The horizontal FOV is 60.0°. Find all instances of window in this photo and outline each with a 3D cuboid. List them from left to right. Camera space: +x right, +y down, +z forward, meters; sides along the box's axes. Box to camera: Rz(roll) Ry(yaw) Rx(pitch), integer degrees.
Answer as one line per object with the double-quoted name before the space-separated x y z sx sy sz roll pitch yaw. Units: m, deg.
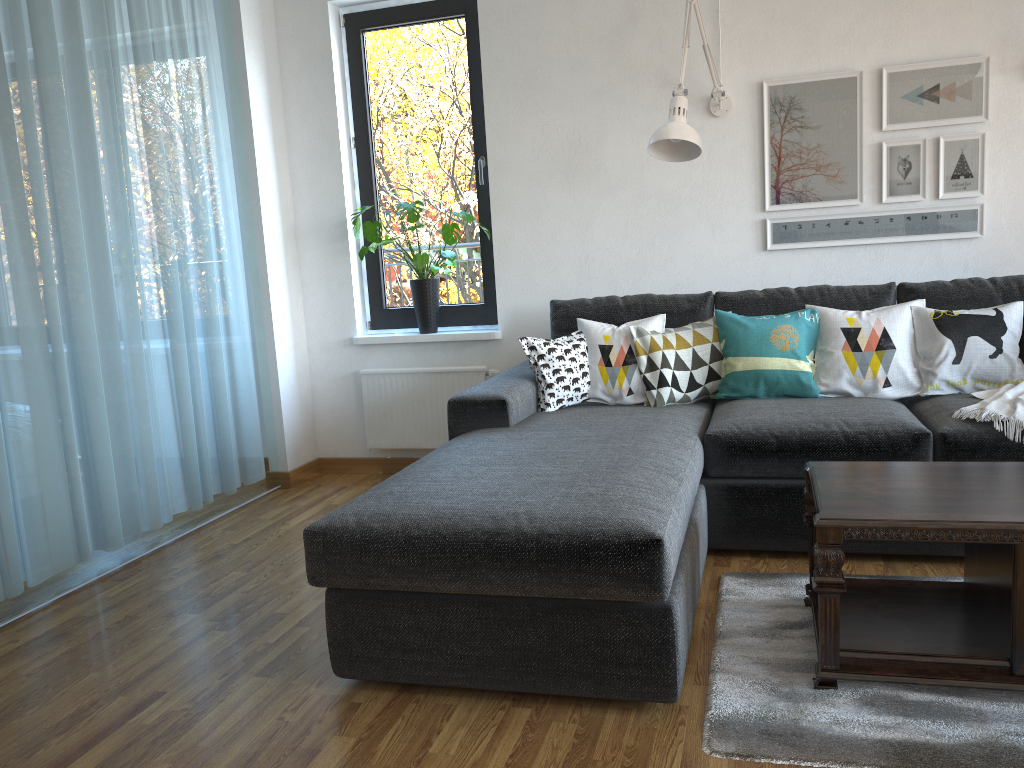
"window" -1.895 -0.674 18.200 13.976 18.410 24.323 0 9 22

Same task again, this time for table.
"table" 1.311 0.444 2.072 1.179 0.410 0.569 -1 9 16

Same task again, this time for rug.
"rug" 1.403 0.647 2.065 1.813 0.034 1.049 -1 8 15

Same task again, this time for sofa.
"sofa" 0.973 0.156 2.767 2.508 0.849 2.158 -1 8 16

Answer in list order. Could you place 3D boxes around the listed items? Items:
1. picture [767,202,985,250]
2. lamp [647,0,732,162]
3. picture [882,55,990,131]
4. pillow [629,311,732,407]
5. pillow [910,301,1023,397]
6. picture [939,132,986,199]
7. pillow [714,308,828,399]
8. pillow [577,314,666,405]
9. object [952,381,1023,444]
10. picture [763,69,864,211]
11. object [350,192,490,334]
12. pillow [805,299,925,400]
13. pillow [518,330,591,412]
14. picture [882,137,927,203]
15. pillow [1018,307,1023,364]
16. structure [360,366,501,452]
"picture" 1.492 -0.650 3.675 0.837 0.136 0.021 -1 9 16
"lamp" 0.691 -1.200 3.469 0.200 0.671 0.696 0 9 25
"picture" 1.685 -1.155 3.534 0.390 0.249 0.021 -1 9 16
"pillow" 0.676 -0.089 3.493 0.454 0.363 0.242 -6 9 -17
"pillow" 1.655 -0.124 3.195 0.382 0.319 0.265 -1 9 16
"picture" 1.800 -0.873 3.549 0.166 0.249 0.021 -1 9 16
"pillow" 0.987 -0.120 3.390 0.414 0.341 0.272 -1 9 15
"pillow" 0.429 -0.092 3.486 0.360 0.345 0.172 -1 9 16
"object" 1.637 0.117 2.838 0.488 0.213 0.604 -2 8 12
"picture" 1.250 -1.003 3.679 0.390 0.535 0.013 -1 9 16
"object" -0.431 -0.564 4.148 0.657 0.676 0.446 -3 9 7
"pillow" 1.326 -0.113 3.297 0.436 0.369 0.284 -1 9 16
"pillow" 0.196 -0.047 3.465 0.334 0.320 0.160 -10 11 -38
"picture" 1.596 -0.868 3.608 0.166 0.249 0.021 -1 9 16
"pillow" 1.995 -0.123 3.125 0.449 0.359 0.233 4 11 42
"structure" -0.337 0.146 4.292 0.817 0.460 0.076 -2 9 13
